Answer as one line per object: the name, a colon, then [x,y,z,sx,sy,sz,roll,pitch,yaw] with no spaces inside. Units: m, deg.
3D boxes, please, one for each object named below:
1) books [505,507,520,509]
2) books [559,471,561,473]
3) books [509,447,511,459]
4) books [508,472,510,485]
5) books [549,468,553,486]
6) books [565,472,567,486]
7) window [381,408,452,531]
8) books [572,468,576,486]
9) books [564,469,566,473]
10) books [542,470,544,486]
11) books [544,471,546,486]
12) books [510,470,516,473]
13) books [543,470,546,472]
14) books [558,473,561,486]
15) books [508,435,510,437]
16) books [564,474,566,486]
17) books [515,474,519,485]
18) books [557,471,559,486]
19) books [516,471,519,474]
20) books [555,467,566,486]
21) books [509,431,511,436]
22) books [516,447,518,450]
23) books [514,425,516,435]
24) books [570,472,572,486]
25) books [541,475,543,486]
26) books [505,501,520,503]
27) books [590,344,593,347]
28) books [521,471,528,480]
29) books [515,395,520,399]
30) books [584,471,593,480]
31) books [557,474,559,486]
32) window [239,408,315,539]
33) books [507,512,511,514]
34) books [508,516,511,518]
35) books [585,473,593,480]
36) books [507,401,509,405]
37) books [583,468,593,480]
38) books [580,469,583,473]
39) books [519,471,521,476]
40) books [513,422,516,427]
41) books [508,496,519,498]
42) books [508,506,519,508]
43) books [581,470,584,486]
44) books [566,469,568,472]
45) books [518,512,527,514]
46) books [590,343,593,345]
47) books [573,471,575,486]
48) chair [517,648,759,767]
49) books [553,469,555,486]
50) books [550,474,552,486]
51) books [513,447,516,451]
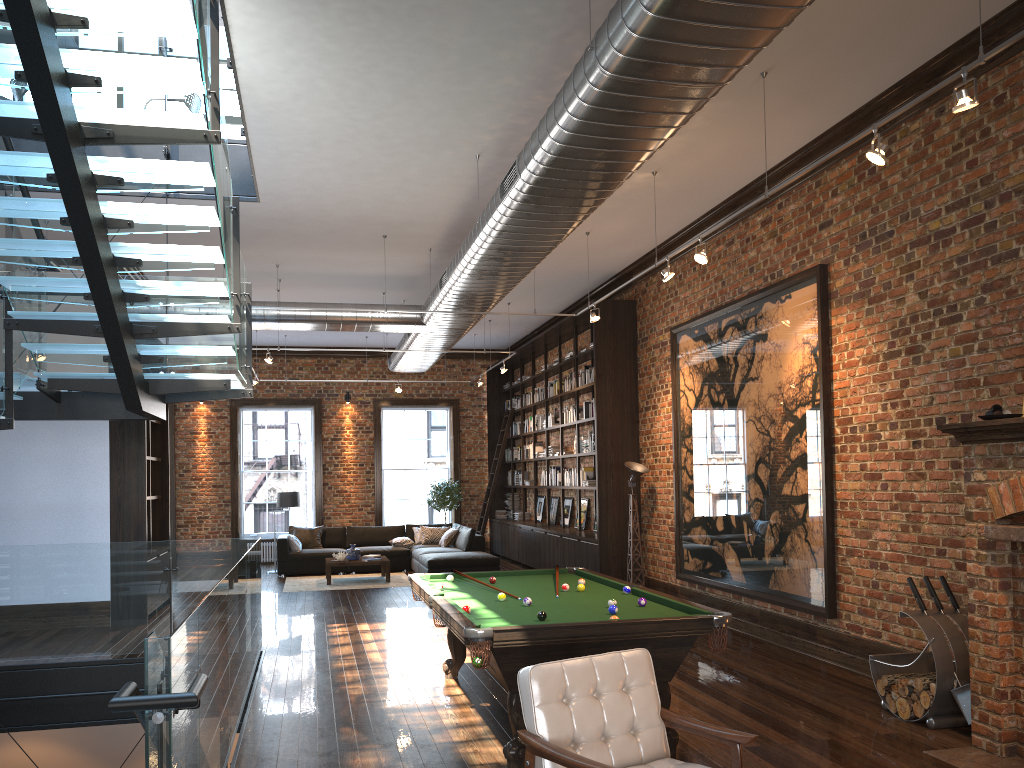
books: [0.012,2.626,18.804,0.250,0.020,0.319,0,-6,-13]
books: [0.884,1.604,15.110,0.176,0.256,0.014,0,-1,-13]
books: [0.037,1.483,18.693,0.187,0.296,0.016,0,-1,-13]
books: [0.017,2.016,18.944,0.181,0.293,0.051,0,-1,-13]
books: [0.739,1.650,15.770,0.170,0.310,0.039,-1,-1,-13]
books: [0.971,1.573,14.693,0.167,0.233,0.032,0,-1,-13]
window: [-2.055,1.863,18.984,1.520,2.745,0.155,-1,-1,-13]
books: [1.055,1.509,14.376,0.152,0.291,0.031,-1,-1,-13]
books: [0.938,1.568,14.908,0.131,0.290,0.016,-1,-1,-13]
books: [0.646,1.708,16.122,0.180,0.274,0.013,0,-1,-13]
books: [0.671,1.701,15.992,0.189,0.259,0.027,0,-1,-13]
books: [0.034,1.998,18.888,0.157,0.318,0.013,-1,-1,-13]
books: [0.669,1.702,16.077,0.181,0.275,0.084,0,-2,-13]
books: [0.884,1.621,15.085,0.191,0.217,0.033,0,-1,-13]
books: [-0.012,1.006,18.923,0.176,0.295,0.041,-1,-1,-13]
books: [0.957,1.603,14.817,0.158,0.200,0.028,0,-1,-13]
books: [0.177,1.955,18.116,0.212,0.232,0.019,0,-1,-13]
books: [0.860,1.614,15.204,0.171,0.258,0.013,0,-1,-13]
books: [0.167,1.933,18.239,0.165,0.303,0.013,-1,-1,-13]
books: [0.840,1.589,15.247,0.186,0.316,0.015,-1,-1,-13]
books: [0.039,0.983,18.660,0.186,0.282,0.027,0,-1,-13]
books: [0.168,1.433,18.191,0.159,0.284,0.014,-1,-1,-13]
books: [0.132,0.965,18.253,0.191,0.228,0.034,0,-1,-13]
books: [1.028,1.544,14.446,0.165,0.237,0.034,0,-1,-13]
books: [0.621,1.763,16.275,0.178,0.204,0.068,0,-2,-13]
books: [0.006,2.496,18.801,0.260,0.028,0.317,0,-6,-13]
books: [1.301,-0.577,13.050,0.229,0.018,0.316,0,-6,-12]
books: [0.259,1.908,17.924,0.129,0.282,0.030,-1,-1,-13]
books: [0.145,0.398,18.199,0.167,0.337,0.016,-1,-1,-13]
books: [1.199,1.474,13.782,0.141,0.228,0.032,0,-1,-13]
books: [0.870,1.635,15.158,0.191,0.204,0.025,0,-1,-13]
window: [-4.845,1.847,18.349,1.520,2.745,0.155,-1,-1,-13]
books: [0.020,2.735,18.802,0.207,0.014,0.348,0,-6,-7]
books: [0.035,2.824,18.804,0.198,0.035,0.219,0,-6,-10]
books: [1.209,1.479,13.750,0.136,0.210,0.036,0,-1,-13]
books: [-0.004,0.500,18.808,0.177,0.269,0.029,0,-1,-13]
books: [1.193,1.448,13.805,0.159,0.284,0.014,-1,-1,-13]
books: [1.150,1.471,13.946,0.175,0.271,0.031,0,-1,-13]
books: [0.221,1.926,18.100,0.159,0.284,0.014,-1,-1,-13]
books: [0.124,0.934,18.314,0.189,0.303,0.014,0,-1,-13]
books: [0.029,2.393,18.809,0.184,0.030,0.266,0,-6,-7]
books: [0.032,2.600,18.809,0.183,0.034,0.272,0,-6,-7]
books: [1.160,1.472,13.835,0.176,0.246,0.039,0,-1,-13]
books: [0.976,1.555,14.718,0.146,0.275,0.013,-1,-1,-13]
books: [0.206,2.604,17.905,0.227,0.007,0.371,0,-6,-11]
books: [1.302,-0.607,13.051,0.202,0.015,0.362,1,-6,-17]
books: [1.073,1.518,14.252,0.191,0.245,0.031,0,-1,-13]
chair: [0.500,1.569,3.566,0.768,0.863,0.744,1,-4,-33]
books: [0.805,1.625,15.438,0.184,0.287,0.016,0,-1,-13]
books: [0.750,1.691,15.667,0.174,0.206,0.031,0,-1,-13]
books: [0.079,1.470,18.584,0.179,0.298,0.015,0,-1,-13]
